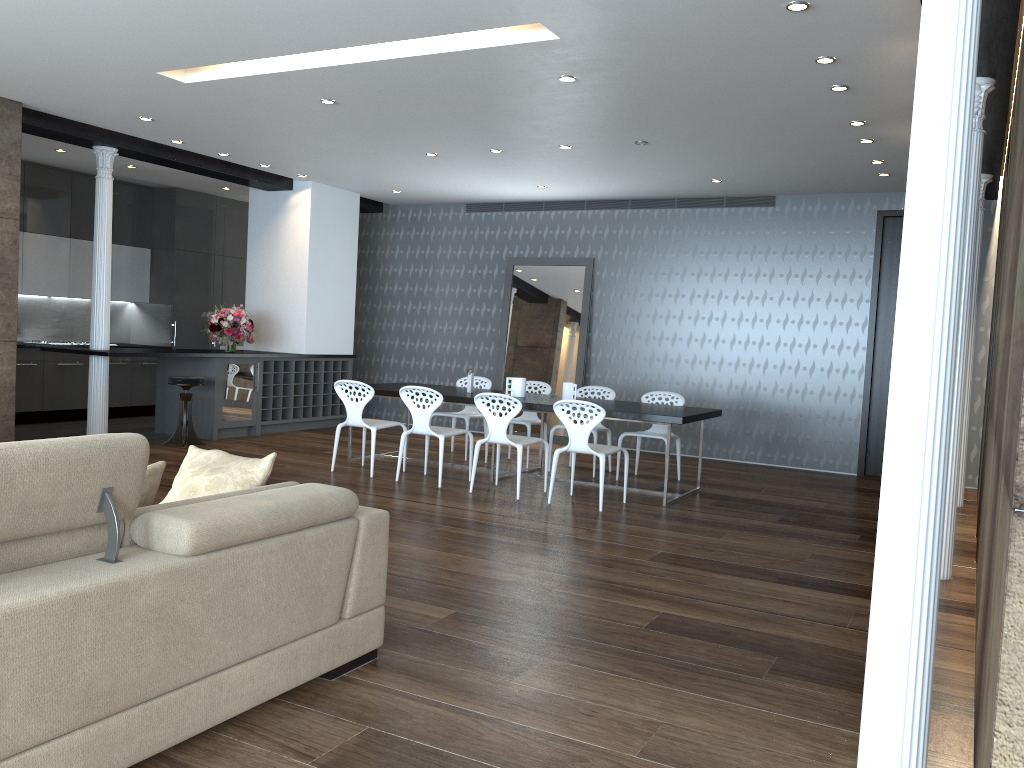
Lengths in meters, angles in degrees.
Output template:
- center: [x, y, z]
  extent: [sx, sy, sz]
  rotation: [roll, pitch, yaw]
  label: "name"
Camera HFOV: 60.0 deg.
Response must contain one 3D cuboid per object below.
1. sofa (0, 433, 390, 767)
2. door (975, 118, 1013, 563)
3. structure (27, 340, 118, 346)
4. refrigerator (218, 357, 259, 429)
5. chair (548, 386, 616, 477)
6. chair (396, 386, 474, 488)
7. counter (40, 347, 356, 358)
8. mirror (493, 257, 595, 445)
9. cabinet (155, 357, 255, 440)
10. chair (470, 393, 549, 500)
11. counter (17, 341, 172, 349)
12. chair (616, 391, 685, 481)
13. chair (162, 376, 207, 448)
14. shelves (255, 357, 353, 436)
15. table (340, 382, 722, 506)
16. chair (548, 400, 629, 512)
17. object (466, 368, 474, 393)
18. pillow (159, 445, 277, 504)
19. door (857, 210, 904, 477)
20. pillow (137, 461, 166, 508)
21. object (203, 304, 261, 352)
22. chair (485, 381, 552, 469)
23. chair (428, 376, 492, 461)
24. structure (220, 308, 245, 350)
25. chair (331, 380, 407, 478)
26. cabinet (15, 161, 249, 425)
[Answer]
- center: [-1.519, 0.600, 2.568]
  extent: [1.021, 0.950, 2.581]
  rotation: [5, 3, 28]
  label: "sofa"
- center: [3.495, -0.248, 5.915]
  extent: [0.510, 2.814, 1.000]
  rotation: [5, 3, 28]
  label: "door"
- center: [-5.347, -0.485, 10.778]
  extent: [0.520, 0.066, 0.900]
  rotation: [5, 3, 28]
  label: "structure"
- center: [-3.032, 0.090, 9.803]
  extent: [0.075, 0.774, 0.578]
  rotation: [5, 4, 32]
  label: "refrigerator"
- center: [0.716, 0.442, 8.692]
  extent: [0.495, 0.835, 0.581]
  rotation: [5, 3, 28]
  label: "chair"
- center: [-0.679, 0.426, 7.607]
  extent: [0.495, 0.835, 0.581]
  rotation: [5, 3, 28]
  label: "chair"
- center: [-3.326, -0.352, 10.106]
  extent: [1.000, 0.040, 3.700]
  rotation: [5, 3, 28]
  label: "counter"
- center: [0.366, -0.434, 11.057]
  extent: [1.200, 2.294, 0.240]
  rotation: [5, 3, 28]
  label: "mirror"
- center: [-3.430, 0.119, 9.981]
  extent: [0.900, 0.897, 0.642]
  rotation: [5, 3, 28]
  label: "cabinet"
- center: [-0.032, 0.480, 7.258]
  extent: [0.495, 0.835, 0.581]
  rotation: [5, 3, 28]
  label: "chair"
- center: [-5.672, -0.365, 10.269]
  extent: [0.807, 0.223, 3.597]
  rotation: [5, 3, 28]
  label: "counter"
- center: [1.336, 0.493, 8.367]
  extent: [0.495, 0.835, 0.581]
  rotation: [5, 3, 28]
  label: "chair"
- center: [-0.803, 0.657, 6.856]
  extent: [21.556, 0.952, 16.134]
  rotation: [5, 3, 28]
  label: "chair"
- center: [-2.885, 0.092, 11.016]
  extent: [0.900, 0.897, 1.700]
  rotation: [5, 3, 28]
  label: "shelves"
- center: [0.085, 0.485, 8.229]
  extent: [3.400, 0.733, 1.200]
  rotation: [5, 3, 28]
  label: "table"
- center: [0.591, 0.530, 6.952]
  extent: [0.495, 0.835, 0.581]
  rotation: [5, 3, 28]
  label: "chair"
- center: [-0.407, -0.035, 8.401]
  extent: [0.076, 0.233, 0.161]
  rotation: [4, 3, 9]
  label: "object"
- center: [-1.239, 0.453, 3.563]
  extent: [0.518, 0.393, 0.395]
  rotation: [5, 4, 31]
  label: "pillow"
- center: [4.255, -0.389, 9.268]
  extent: [1.000, 2.814, 0.246]
  rotation: [5, 3, 28]
  label: "door"
- center: [-1.382, 0.466, 2.779]
  extent: [0.301, 0.439, 0.534]
  rotation: [5, 4, 31]
  label: "pillow"
- center: [-3.194, -0.639, 10.099]
  extent: [0.570, 0.552, 0.544]
  rotation: [5, 4, 34]
  label: "object"
- center: [0.095, 0.391, 9.017]
  extent: [0.495, 0.835, 0.581]
  rotation: [5, 3, 28]
  label: "chair"
- center: [-0.525, 0.340, 9.343]
  extent: [0.495, 0.835, 0.581]
  rotation: [5, 3, 28]
  label: "chair"
- center: [-4.170, -0.794, 12.805]
  extent: [0.591, 0.596, 0.595]
  rotation: [5, 3, 28]
  label: "structure"
- center: [-1.297, 0.375, 7.936]
  extent: [0.495, 0.835, 0.581]
  rotation: [5, 3, 28]
  label: "chair"
- center: [-4.738, -1.107, 11.913]
  extent: [0.827, 2.980, 7.409]
  rotation: [5, 3, 28]
  label: "cabinet"
